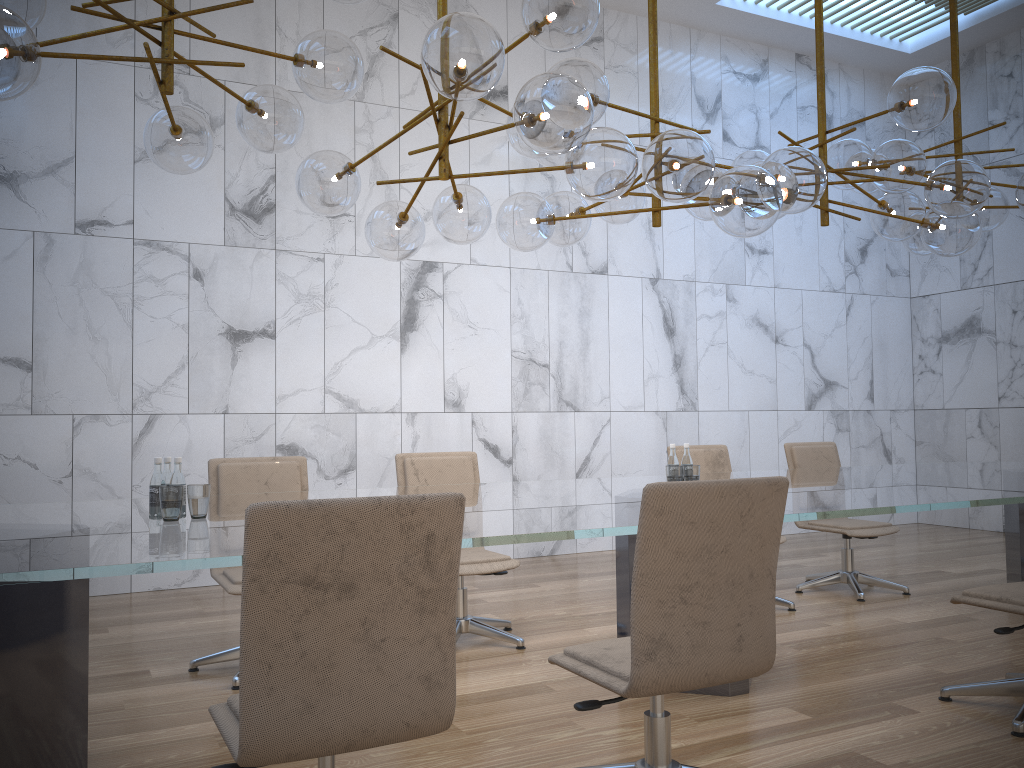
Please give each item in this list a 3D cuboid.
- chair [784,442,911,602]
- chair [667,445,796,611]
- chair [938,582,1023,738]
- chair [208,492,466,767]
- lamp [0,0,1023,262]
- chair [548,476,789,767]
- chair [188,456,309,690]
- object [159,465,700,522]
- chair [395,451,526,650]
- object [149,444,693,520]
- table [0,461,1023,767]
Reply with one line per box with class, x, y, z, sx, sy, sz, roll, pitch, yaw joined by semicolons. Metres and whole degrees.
chair;2.248;0.900;6.032;0.726;1.000;0.697;1;-3;-27
chair;1.354;0.891;5.583;0.726;1.000;0.697;1;-3;-27
chair;2.100;0.786;3.457;0.726;1.000;0.697;1;-3;-26
chair;-0.447;0.760;2.179;0.726;1.000;0.697;1;-3;-26
lamp;0.646;-1.905;4.124;5.672;2.716;1.557;1;-3;-27
chair;0.447;0.769;2.627;0.726;1.000;0.697;1;-3;-26
chair;-1.179;0.865;4.312;0.726;1.000;0.697;1;-3;-27
object;1.073;0.431;4.179;5.112;0.117;0.183;1;-3;-27
chair;-0.296;0.874;4.755;0.726;1.000;0.697;1;-3;-27
object;1.062;0.386;4.230;5.189;0.213;0.124;1;-3;-27
table;0.788;0.906;4.049;7.924;0.835;2.092;1;-3;-27
